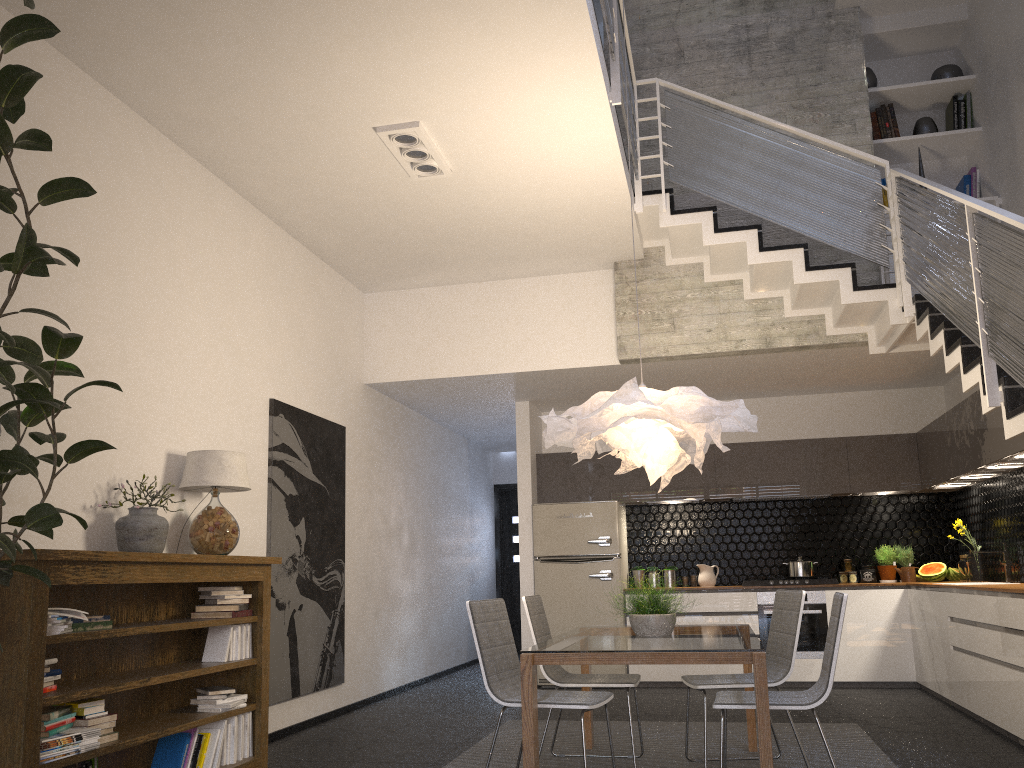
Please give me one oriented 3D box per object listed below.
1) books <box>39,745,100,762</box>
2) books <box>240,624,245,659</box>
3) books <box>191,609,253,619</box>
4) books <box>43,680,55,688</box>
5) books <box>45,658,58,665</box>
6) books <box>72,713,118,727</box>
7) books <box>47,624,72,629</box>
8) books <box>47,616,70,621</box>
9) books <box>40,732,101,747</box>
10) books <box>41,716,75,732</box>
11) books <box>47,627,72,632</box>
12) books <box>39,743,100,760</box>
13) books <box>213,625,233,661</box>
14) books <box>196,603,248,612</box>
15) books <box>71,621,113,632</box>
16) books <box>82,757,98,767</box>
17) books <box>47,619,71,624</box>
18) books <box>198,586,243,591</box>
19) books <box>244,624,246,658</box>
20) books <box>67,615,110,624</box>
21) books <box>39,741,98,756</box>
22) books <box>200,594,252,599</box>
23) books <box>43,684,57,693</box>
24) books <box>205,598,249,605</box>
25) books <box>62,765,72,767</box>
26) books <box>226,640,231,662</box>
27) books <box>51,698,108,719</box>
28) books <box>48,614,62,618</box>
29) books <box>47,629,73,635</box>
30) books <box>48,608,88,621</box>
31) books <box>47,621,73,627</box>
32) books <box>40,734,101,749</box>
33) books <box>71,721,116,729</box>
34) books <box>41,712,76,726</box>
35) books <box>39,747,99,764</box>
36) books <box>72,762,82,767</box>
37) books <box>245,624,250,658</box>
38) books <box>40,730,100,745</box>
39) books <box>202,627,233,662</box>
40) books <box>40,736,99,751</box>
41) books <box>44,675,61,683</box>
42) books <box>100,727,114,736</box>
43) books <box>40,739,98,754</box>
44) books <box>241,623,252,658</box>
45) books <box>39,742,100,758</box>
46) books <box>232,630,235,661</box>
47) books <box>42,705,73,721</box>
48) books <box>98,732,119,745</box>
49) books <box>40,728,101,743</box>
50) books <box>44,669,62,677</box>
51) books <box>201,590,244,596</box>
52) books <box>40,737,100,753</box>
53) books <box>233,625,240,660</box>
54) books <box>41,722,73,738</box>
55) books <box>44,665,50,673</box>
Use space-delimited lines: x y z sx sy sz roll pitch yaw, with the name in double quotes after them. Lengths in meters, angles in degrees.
-1.835 1.461 3.509 0.219 0.007 0.307 -5 -13 17 "books"
-1.546 1.428 4.906 0.135 0.187 0.015 -4 -10 12 "books"
-1.586 1.260 4.850 0.230 0.034 0.289 -2 -12 5 "books"
-1.938 1.199 3.522 0.155 0.022 0.207 0 -12 -7 "books"
-1.941 1.116 3.536 0.155 0.020 0.207 -1 -12 -2 "books"
-1.852 1.442 3.807 0.225 0.029 0.181 -5 -13 15 "books"
-1.934 0.988 3.610 0.253 0.011 0.321 3 -13 -20 "books"
-1.945 0.948 3.572 0.252 0.011 0.321 2 -13 -15 "books"
-1.837 1.413 3.526 0.219 0.007 0.307 -5 -13 16 "books"
-1.903 1.371 3.565 0.175 0.023 0.252 -1 -12 -2 "books"
-1.929 0.995 3.592 0.253 0.011 0.321 2 -13 -17 "books"
-1.835 1.454 3.512 0.219 0.008 0.307 -5 -13 17 "books"
-1.585 1.408 4.811 0.136 0.187 0.018 -4 -10 12 "books"
0.361 -1.761 6.885 5.408 6.648 0.362 6 -12 -36 "books"
-1.870 1.037 3.789 0.180 0.033 0.245 -5 -13 15 "books"
-1.850 1.688 3.746 0.167 0.239 0.105 -4 -10 12 "books"
-1.934 0.961 3.586 0.252 0.011 0.321 2 -13 -15 "books"
-1.619 1.137 4.920 0.205 0.022 0.156 -1 -12 -2 "books"
-1.554 1.436 4.944 0.136 0.187 0.018 -4 -10 12 "books"
-1.867 1.007 3.784 0.166 0.023 0.229 -5 -13 16 "books"
-1.841 1.441 3.514 0.219 0.008 0.291 -6 -13 18 "books"
-1.595 1.184 4.927 0.245 0.019 0.175 -11 -15 37 "books"
-1.944 1.221 3.520 0.158 0.021 0.226 -1 -12 -2 "books"
-1.587 1.207 4.924 0.180 0.029 0.227 7 -15 -34 "books"
-1.890 1.671 3.621 0.171 0.223 0.083 -4 -10 12 "books"
-1.577 1.414 4.769 0.120 0.156 0.057 -4 -10 12 "books"
-1.871 1.394 3.813 0.217 0.068 0.159 -6 -13 22 "books"
-1.948 0.936 3.566 0.252 0.011 0.321 1 -13 -11 "books"
-1.925 1.003 3.580 0.252 0.011 0.321 2 -13 -14 "books"
-1.939 0.940 3.647 0.274 0.108 0.324 9 -16 -41 "books"
-1.935 0.968 3.569 0.252 0.011 0.321 0 -12 -6 "books"
-1.835 1.420 3.524 0.219 0.007 0.307 -5 -13 16 "books"
-1.862 1.468 3.801 0.243 0.023 0.176 -6 -13 19 "books"
-1.919 1.354 3.577 0.192 0.014 0.258 -2 -12 1 "books"
-1.835 1.468 3.509 0.219 0.008 0.307 -4 -13 12 "books"
-1.877 1.675 3.680 0.171 0.239 0.085 -4 -10 12 "books"
-1.535 1.439 4.959 0.136 0.187 0.018 -4 -10 12 "books"
-1.842 1.406 3.529 0.219 0.007 0.307 -5 -13 17 "books"
-1.581 1.397 4.753 0.135 0.180 0.078 -4 -10 12 "books"
-1.837 1.426 3.521 0.219 0.008 0.291 -5 -13 16 "books"
-1.939 1.178 3.520 0.174 0.019 0.246 -1 -12 -2 "books"
-1.855 1.488 3.784 0.227 0.023 0.168 -4 -12 10 "books"
-1.842 1.436 3.515 0.219 0.008 0.291 -6 -13 18 "books"
-1.528 1.444 4.983 0.135 0.188 0.031 -4 -10 12 "books"
-1.835 1.446 3.511 0.219 0.012 0.307 -5 -13 17 "books"
-1.564 1.425 4.825 0.120 0.157 0.016 -4 -10 12 "books"
-1.921 1.333 3.579 0.193 0.028 0.248 0 -12 -7 "books"
-1.845 1.517 3.784 0.243 0.033 0.181 -5 -13 14 "books"
-1.840 1.398 3.531 0.219 0.012 0.307 -5 -13 17 "books"
-1.939 1.156 3.516 0.163 0.022 0.233 -4 -13 13 "books"
-1.611 1.159 4.915 0.175 0.023 0.245 6 -14 -32 "books"
-1.840 1.432 3.525 0.219 0.006 0.307 -5 -13 17 "books"
-1.553 1.414 4.842 0.136 0.187 0.018 -4 -10 12 "books"
-1.902 1.393 3.561 0.175 0.023 0.252 0 -12 -7 "books"
-1.938 1.135 3.526 0.148 0.023 0.223 7 -15 -35 "books"
